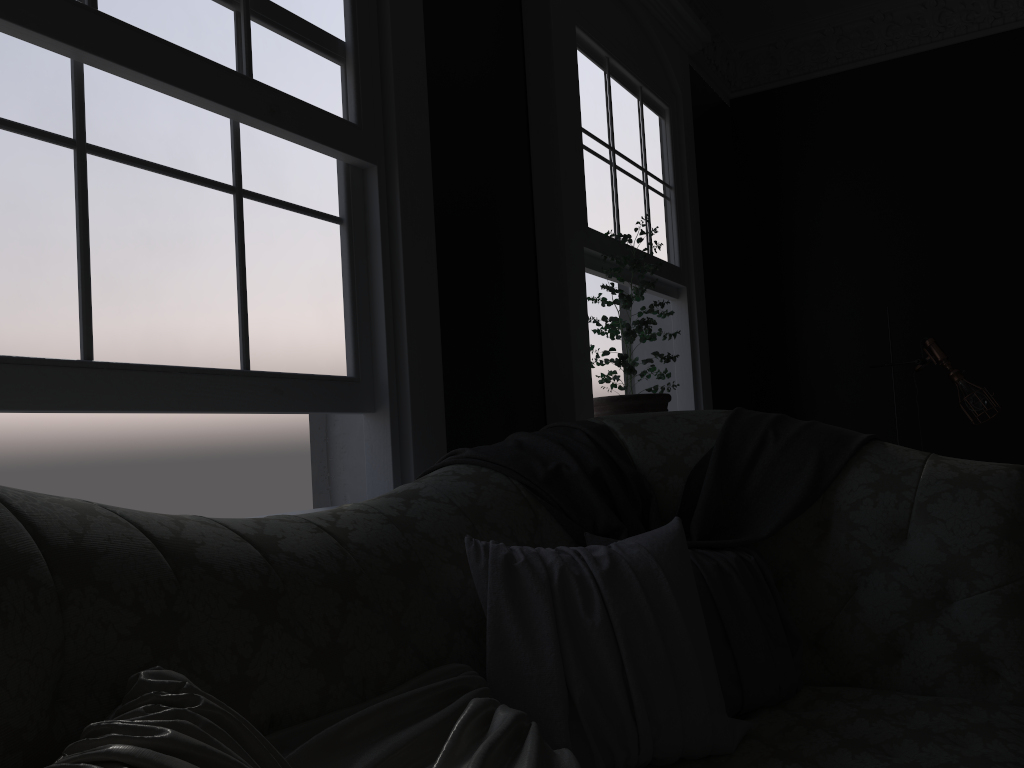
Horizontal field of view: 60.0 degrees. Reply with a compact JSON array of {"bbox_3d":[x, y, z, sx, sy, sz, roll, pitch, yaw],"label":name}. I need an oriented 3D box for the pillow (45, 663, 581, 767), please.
[{"bbox_3d":[-0.153,0.500,1.030,0.529,0.416,1.106,-5,-4,29],"label":"pillow"}]

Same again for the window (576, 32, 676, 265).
[{"bbox_3d":[0.569,-1.082,4.453,0.056,1.016,1.263,-5,-4,30],"label":"window"}]

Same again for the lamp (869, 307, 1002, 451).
[{"bbox_3d":[2.278,0.433,5.638,0.437,1.777,1.720,-2,-4,-22],"label":"lamp"}]

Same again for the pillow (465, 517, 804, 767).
[{"bbox_3d":[0.323,0.513,1.910,0.405,0.461,0.964,-6,-5,37],"label":"pillow"}]

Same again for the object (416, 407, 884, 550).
[{"bbox_3d":[0.403,0.363,2.379,1.367,0.584,0.517,-3,-3,-11],"label":"object"}]

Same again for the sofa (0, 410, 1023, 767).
[{"bbox_3d":[0.031,0.609,1.478,1.607,1.159,2.814,-5,-4,30],"label":"sofa"}]

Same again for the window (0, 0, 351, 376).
[{"bbox_3d":[-0.788,-0.846,2.028,0.056,1.670,1.263,-5,-4,30],"label":"window"}]

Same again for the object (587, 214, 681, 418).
[{"bbox_3d":[0.539,-0.171,3.959,0.474,1.132,0.506,-2,-3,-20],"label":"object"}]
